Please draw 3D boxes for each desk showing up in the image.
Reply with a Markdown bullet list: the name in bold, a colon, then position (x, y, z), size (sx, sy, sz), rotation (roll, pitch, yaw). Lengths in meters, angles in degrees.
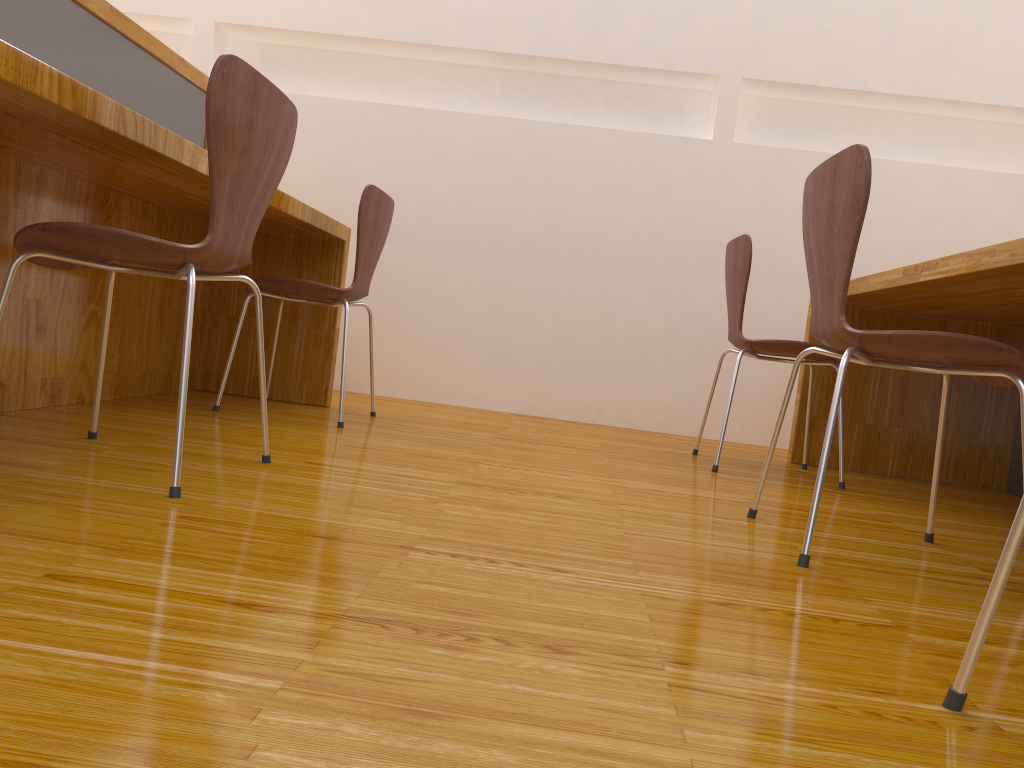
- **desk**: position (1.640, 0.221, 1.491), size (1.527, 0.785, 3.243), rotation (7, 3, 3)
- **desk**: position (-1.277, -0.444, 1.429), size (1.248, 1.022, 3.216), rotation (7, 3, 3)

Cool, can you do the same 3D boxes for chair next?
- **chair**: position (-0.636, -0.195, 1.551), size (0.381, 0.693, 0.428), rotation (7, 3, 3)
- **chair**: position (0.814, -0.073, 2.716), size (0.381, 0.693, 0.428), rotation (7, 3, 3)
- **chair**: position (0.702, -0.032, 1.603), size (0.381, 0.693, 0.428), rotation (7, 3, 3)
- **chair**: position (0.637, 0.008, 0.634), size (0.381, 0.693, 0.428), rotation (7, 3, 3)
- **chair**: position (-0.599, -0.246, 2.669), size (0.381, 0.693, 0.428), rotation (7, 3, 3)
